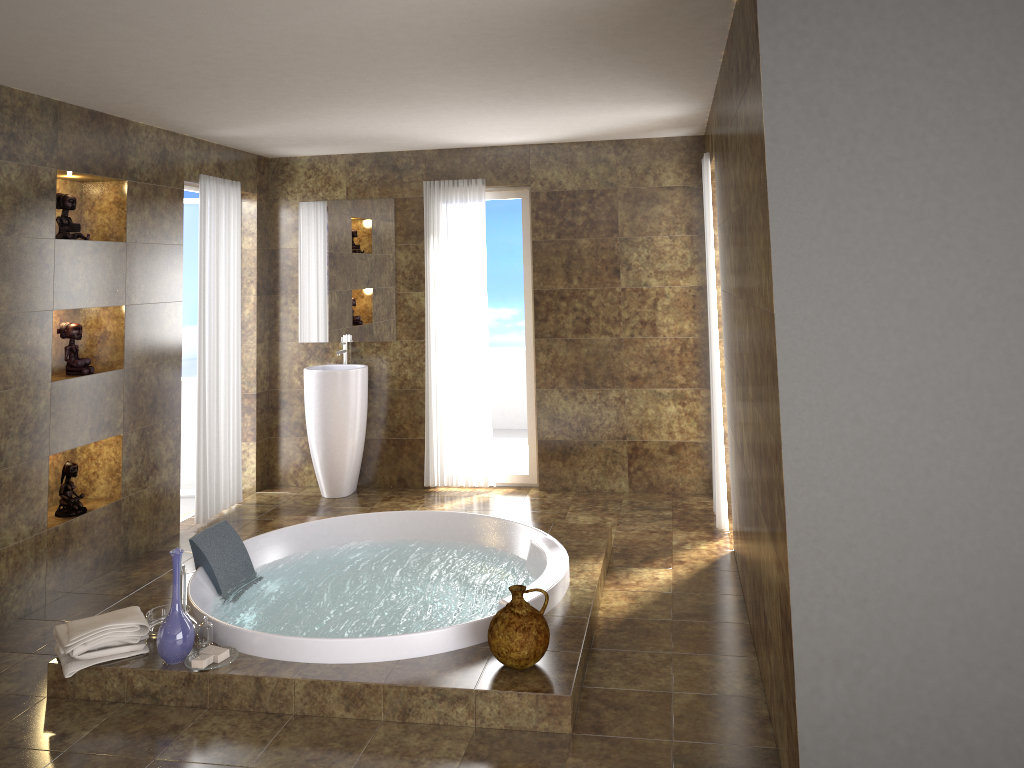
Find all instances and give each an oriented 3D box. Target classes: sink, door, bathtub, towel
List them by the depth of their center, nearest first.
[{"bbox_3d":[-1.611,0.990,3.398,0.322,0.150,0.338,-5,6,-35],"label":"towel"},{"bbox_3d":[-0.603,0.983,4.085,1.747,0.524,1.758,4,8,41],"label":"bathtub"},{"bbox_3d":[-1.275,0.227,6.253,0.458,1.143,0.432,-2,-4,13],"label":"sink"},{"bbox_3d":[-2.577,-0.293,6.454,0.961,2.240,0.039,-1,-6,0],"label":"door"}]

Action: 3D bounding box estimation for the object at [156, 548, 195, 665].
[{"bbox_3d":[-1.284,0.840,3.303,0.136,0.422,0.134,-3,-5,18],"label":"object"}]

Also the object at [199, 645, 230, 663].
[{"bbox_3d":[-1.127,1.023,3.273,0.100,0.032,0.061,1,5,25],"label":"object"}]

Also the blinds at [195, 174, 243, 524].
[{"bbox_3d":[-1.970,-0.283,5.868,0.068,2.290,0.593,-3,-5,11],"label":"blinds"}]

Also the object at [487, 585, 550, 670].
[{"bbox_3d":[0.024,0.892,3.191,0.230,0.276,0.228,-1,0,-18],"label":"object"}]

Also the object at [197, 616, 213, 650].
[{"bbox_3d":[-1.208,0.976,3.403,0.057,0.116,0.057,0,-3,-27],"label":"object"}]

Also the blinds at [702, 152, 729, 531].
[{"bbox_3d":[1.246,-0.305,5.391,0.069,2.290,0.478,-3,-5,11],"label":"blinds"}]

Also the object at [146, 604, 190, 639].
[{"bbox_3d":[-1.420,0.979,3.572,0.170,0.076,0.170,-2,5,-8],"label":"object"}]

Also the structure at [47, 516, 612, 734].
[{"bbox_3d":[-0.601,0.991,4.086,2.002,0.124,2.012,0,7,10],"label":"structure"}]

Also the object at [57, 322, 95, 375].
[{"bbox_3d":[-2.338,-0.191,4.643,0.174,0.286,0.110,-2,-4,10],"label":"object"}]

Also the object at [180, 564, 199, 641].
[{"bbox_3d":[-1.313,0.878,3.442,0.130,0.310,0.129,-3,-4,18],"label":"object"}]

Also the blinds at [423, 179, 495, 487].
[{"bbox_3d":[-0.408,-0.392,6.346,0.518,2.278,0.066,-2,-6,10],"label":"blinds"}]

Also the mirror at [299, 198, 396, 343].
[{"bbox_3d":[-1.260,-0.863,6.577,0.767,1.098,0.008,-2,-6,10],"label":"mirror"}]

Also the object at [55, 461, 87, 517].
[{"bbox_3d":[-2.316,0.543,4.546,0.152,0.275,0.150,-2,-3,11],"label":"object"}]

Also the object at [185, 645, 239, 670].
[{"bbox_3d":[-1.132,1.040,3.261,0.190,0.018,0.190,-2,7,-1],"label":"object"}]

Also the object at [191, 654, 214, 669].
[{"bbox_3d":[-1.147,1.029,3.205,0.053,0.034,0.073,-1,5,11],"label":"object"}]

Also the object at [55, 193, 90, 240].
[{"bbox_3d":[-2.373,-0.900,4.649,0.152,0.268,0.121,-2,-3,10],"label":"object"}]
